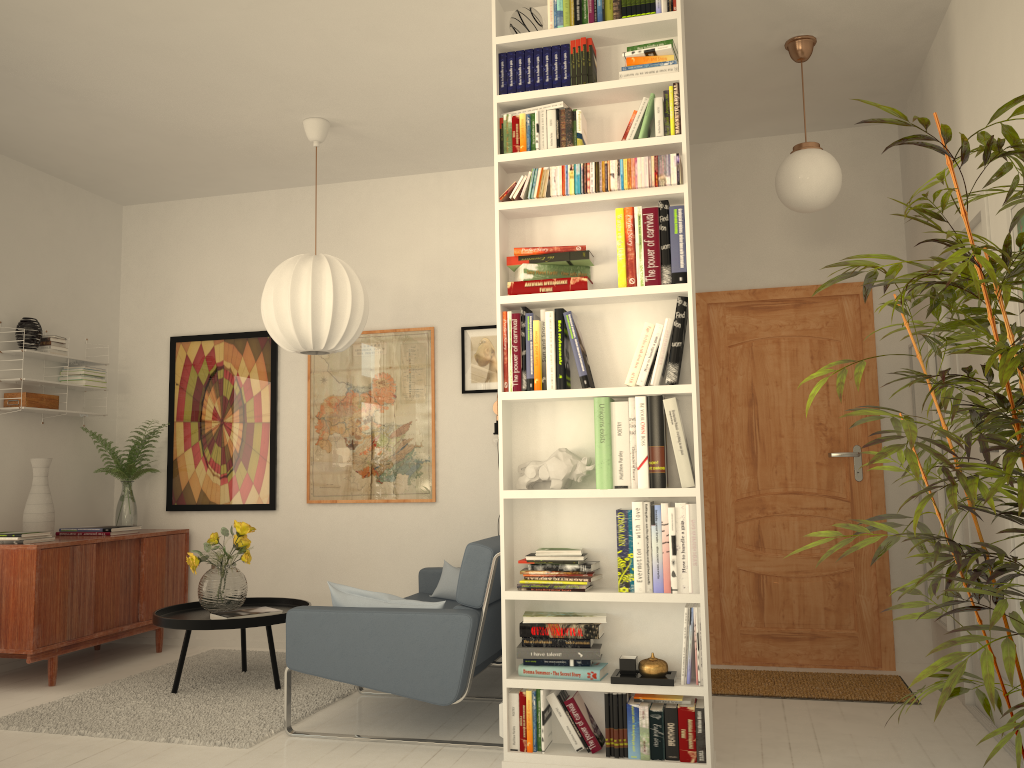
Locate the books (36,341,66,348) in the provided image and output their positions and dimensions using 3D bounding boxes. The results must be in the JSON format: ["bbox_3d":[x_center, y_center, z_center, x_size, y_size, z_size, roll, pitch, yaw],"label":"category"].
[{"bbox_3d":[-2.727,-0.226,5.194,0.155,0.024,0.136,-2,-6,7],"label":"books"}]

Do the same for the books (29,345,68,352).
[{"bbox_3d":[-2.715,-0.204,5.196,0.158,0.019,0.131,-3,-6,16],"label":"books"}]

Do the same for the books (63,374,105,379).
[{"bbox_3d":[-2.646,-0.040,5.484,0.147,0.012,0.195,-2,-6,12],"label":"books"}]

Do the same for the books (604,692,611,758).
[{"bbox_3d":[0.350,1.175,3.127,0.015,0.214,0.202,-3,-6,14],"label":"books"}]

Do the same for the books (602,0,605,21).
[{"bbox_3d":[0.366,-1.407,3.406,0.009,0.151,0.208,-3,-6,14],"label":"books"}]

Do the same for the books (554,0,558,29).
[{"bbox_3d":[0.190,-1.397,3.451,0.013,0.146,0.208,-3,-6,14],"label":"books"}]

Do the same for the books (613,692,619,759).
[{"bbox_3d":[0.378,1.174,3.114,0.015,0.214,0.202,-3,-6,14],"label":"books"}]

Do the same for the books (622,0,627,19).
[{"bbox_3d":[0.433,-1.403,3.354,0.017,0.130,0.150,-3,-6,14],"label":"books"}]

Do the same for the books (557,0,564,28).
[{"bbox_3d":[0.201,-1.395,3.421,0.023,0.137,0.161,-3,-6,14],"label":"books"}]

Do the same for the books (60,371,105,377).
[{"bbox_3d":[-2.647,-0.059,5.471,0.173,0.023,0.190,-2,-6,14],"label":"books"}]

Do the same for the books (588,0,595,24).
[{"bbox_3d":[0.323,-1.406,3.426,0.024,0.157,0.227,-3,-6,14],"label":"books"}]

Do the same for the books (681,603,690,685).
[{"bbox_3d":[0.610,0.898,3.106,0.034,0.257,0.209,-3,-6,14],"label":"books"}]

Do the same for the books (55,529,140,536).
[{"bbox_3d":[-2.445,0.877,5.238,0.371,0.022,0.258,-3,-6,14],"label":"books"}]

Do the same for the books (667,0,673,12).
[{"bbox_3d":[0.604,-1.416,3.346,0.021,0.151,0.228,-3,-6,14],"label":"books"}]

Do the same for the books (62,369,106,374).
[{"bbox_3d":[-2.643,-0.075,5.479,0.153,0.013,0.197,-3,-6,17],"label":"books"}]

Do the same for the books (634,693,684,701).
[{"bbox_3d":[0.511,1.081,3.080,0.165,0.006,0.102,-3,-6,14],"label":"books"}]

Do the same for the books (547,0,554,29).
[{"bbox_3d":[0.167,-1.399,3.439,0.026,0.149,0.155,-3,-6,14],"label":"books"}]

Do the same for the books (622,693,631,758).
[{"bbox_3d":[0.411,1.174,3.120,0.015,0.214,0.202,-3,-6,14],"label":"books"}]

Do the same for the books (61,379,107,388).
[{"bbox_3d":[-2.641,0.003,5.470,0.179,0.038,0.190,-2,-6,14],"label":"books"}]

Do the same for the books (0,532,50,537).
[{"bbox_3d":[-2.614,0.789,4.650,0.311,0.015,0.192,-3,-6,18],"label":"books"}]

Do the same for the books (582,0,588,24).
[{"bbox_3d":[0.298,-1.402,3.424,0.024,0.148,0.188,-3,-6,14],"label":"books"}]

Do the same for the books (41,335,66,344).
[{"bbox_3d":[-2.717,-0.257,5.189,0.178,0.036,0.144,-2,-6,8],"label":"books"}]

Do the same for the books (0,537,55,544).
[{"bbox_3d":[-2.615,0.820,4.647,0.320,0.020,0.237,-2,-6,11],"label":"books"}]

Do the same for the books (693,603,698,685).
[{"bbox_3d":[0.646,0.895,3.091,0.008,0.257,0.184,-3,-6,14],"label":"books"}]

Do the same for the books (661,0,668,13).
[{"bbox_3d":[0.584,-1.417,3.355,0.020,0.157,0.229,-3,-6,14],"label":"books"}]

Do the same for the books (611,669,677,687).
[{"bbox_3d":[0.457,1.015,3.067,0.214,0.023,0.130,-3,-6,14],"label":"books"}]

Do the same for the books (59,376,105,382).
[{"bbox_3d":[-2.649,-0.026,5.467,0.168,0.021,0.197,-3,-6,17],"label":"books"}]

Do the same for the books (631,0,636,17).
[{"bbox_3d":[0.467,-1.404,3.345,0.017,0.130,0.150,-3,-6,14],"label":"books"}]

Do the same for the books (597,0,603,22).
[{"bbox_3d":[0.351,-1.400,3.402,0.019,0.137,0.201,-3,-6,14],"label":"books"}]

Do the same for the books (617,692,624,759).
[{"bbox_3d":[0.395,1.174,3.118,0.015,0.214,0.202,-3,-6,14],"label":"books"}]

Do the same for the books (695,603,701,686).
[{"bbox_3d":[0.649,0.893,3.077,0.007,0.258,0.180,-3,-6,14],"label":"books"}]

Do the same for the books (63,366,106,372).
[{"bbox_3d":[-2.638,-0.090,5.477,0.147,0.016,0.195,-2,-6,12],"label":"books"}]

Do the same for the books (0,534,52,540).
[{"bbox_3d":[-2.625,0.804,4.651,0.296,0.015,0.240,-2,-6,14],"label":"books"}]

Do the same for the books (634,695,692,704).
[{"bbox_3d":[0.528,1.091,3.093,0.193,0.012,0.130,-3,-6,14],"label":"books"}]

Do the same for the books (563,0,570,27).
[{"bbox_3d":[0.235,-1.389,3.456,0.025,0.131,0.253,-3,-6,14],"label":"books"}]

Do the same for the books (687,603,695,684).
[{"bbox_3d":[0.620,0.895,3.069,0.033,0.258,0.130,-3,-6,14],"label":"books"}]

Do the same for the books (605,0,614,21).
[{"bbox_3d":[0.388,-1.408,3.412,0.032,0.154,0.212,-3,-6,14],"label":"books"}]

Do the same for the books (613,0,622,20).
[{"bbox_3d":[0.416,-1.410,3.388,0.032,0.152,0.200,-3,-6,14],"label":"books"}]

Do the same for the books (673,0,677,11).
[{"bbox_3d":[0.625,-1.417,3.363,0.014,0.154,0.259,-3,-6,14],"label":"books"}]

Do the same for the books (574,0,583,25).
[{"bbox_3d":[0.269,-1.401,3.414,0.028,0.147,0.192,-3,-6,14],"label":"books"}]

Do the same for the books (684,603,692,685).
[{"bbox_3d":[0.620,0.898,3.105,0.030,0.256,0.198,-3,-6,14],"label":"books"}]

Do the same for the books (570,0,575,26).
[{"bbox_3d":[0.252,-1.396,3.438,0.018,0.141,0.206,-3,-6,14],"label":"books"}]

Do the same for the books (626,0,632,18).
[{"bbox_3d":[0.450,-1.403,3.349,0.017,0.130,0.150,-3,-6,14],"label":"books"}]

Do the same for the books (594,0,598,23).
[{"bbox_3d":[0.339,-1.408,3.417,0.012,0.158,0.220,-3,-6,14],"label":"books"}]

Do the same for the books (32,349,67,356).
[{"bbox_3d":[-2.723,-0.180,5.193,0.159,0.028,0.146,-2,-6,11],"label":"books"}]

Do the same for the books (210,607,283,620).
[{"bbox_3d":[-1.309,1.139,4.374,0.289,0.031,0.200,4,-8,-41],"label":"books"}]

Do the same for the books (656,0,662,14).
[{"bbox_3d":[0.554,-1.418,3.323,0.019,0.157,0.150,-3,-6,14],"label":"books"}]

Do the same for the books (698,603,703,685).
[{"bbox_3d":[0.656,0.893,3.067,0.011,0.256,0.139,-3,-6,14],"label":"books"}]
